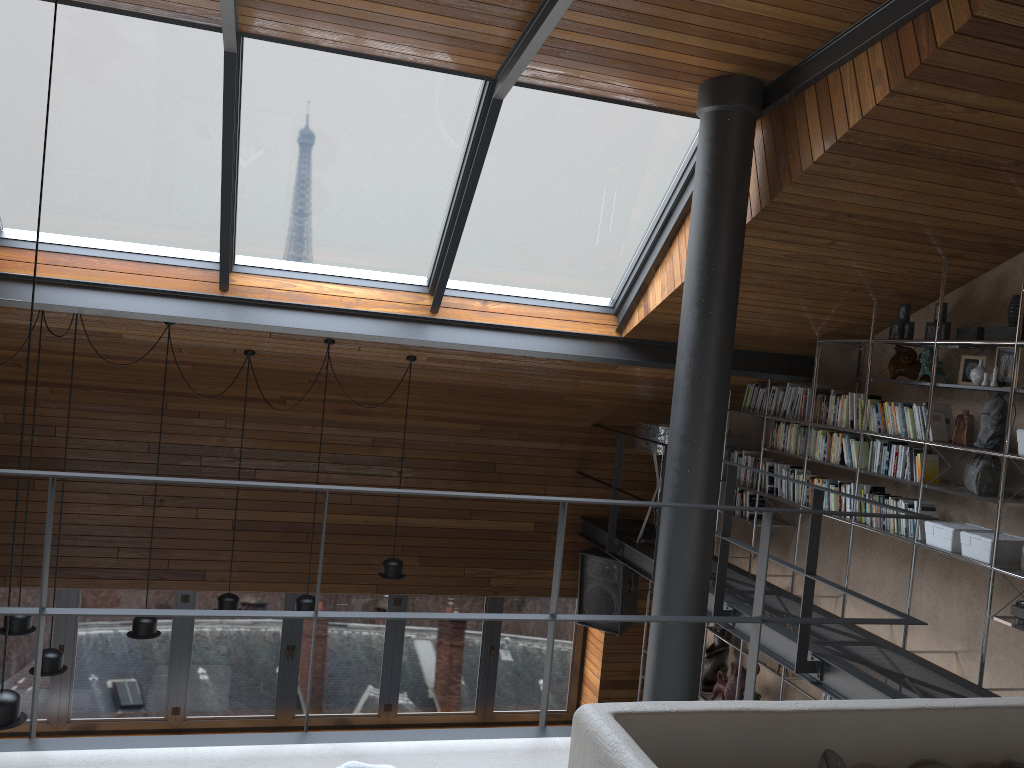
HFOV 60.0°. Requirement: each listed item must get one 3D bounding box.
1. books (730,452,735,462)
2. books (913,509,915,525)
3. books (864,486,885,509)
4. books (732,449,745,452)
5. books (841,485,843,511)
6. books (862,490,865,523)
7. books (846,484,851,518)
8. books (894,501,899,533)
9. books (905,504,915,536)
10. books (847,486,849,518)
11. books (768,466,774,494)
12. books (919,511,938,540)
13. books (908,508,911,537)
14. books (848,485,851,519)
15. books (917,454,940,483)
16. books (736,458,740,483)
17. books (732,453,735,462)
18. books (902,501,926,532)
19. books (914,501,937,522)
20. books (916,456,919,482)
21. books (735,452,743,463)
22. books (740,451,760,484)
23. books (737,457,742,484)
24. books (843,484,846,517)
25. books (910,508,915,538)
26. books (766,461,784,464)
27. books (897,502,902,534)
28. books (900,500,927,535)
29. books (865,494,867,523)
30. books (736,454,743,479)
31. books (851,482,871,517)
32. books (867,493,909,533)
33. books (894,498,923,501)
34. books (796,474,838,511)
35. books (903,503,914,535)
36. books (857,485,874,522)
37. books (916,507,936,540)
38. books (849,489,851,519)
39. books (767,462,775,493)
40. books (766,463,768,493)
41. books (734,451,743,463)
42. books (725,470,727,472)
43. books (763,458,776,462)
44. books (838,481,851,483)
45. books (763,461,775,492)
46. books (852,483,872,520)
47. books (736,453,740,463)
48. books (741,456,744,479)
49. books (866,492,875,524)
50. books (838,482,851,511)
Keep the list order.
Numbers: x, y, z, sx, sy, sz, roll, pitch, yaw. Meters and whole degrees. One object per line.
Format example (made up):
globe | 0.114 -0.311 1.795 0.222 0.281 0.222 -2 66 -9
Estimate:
books | 1.850 0.679 7.257 0.148 0.234 0.013 5 2 -16
books | 2.423 0.820 5.214 0.148 0.175 0.046 5 2 -16
books | 2.303 0.767 5.632 0.148 0.233 0.053 5 2 -16
books | 1.884 0.671 7.278 0.207 0.255 0.010 5 2 -16
books | 2.228 0.770 5.851 0.123 0.203 0.054 5 2 -16
books | 2.292 0.780 5.639 0.149 0.205 0.049 5 2 -16
books | 2.251 0.769 5.813 0.137 0.216 0.049 5 2 -16
books | 2.374 0.805 5.353 0.148 0.189 0.053 5 2 -16
books | 2.410 0.812 5.265 0.160 0.187 0.060 5 2 -16
books | 2.247 0.773 5.782 0.131 0.205 0.051 5 2 -16
books | 1.996 0.726 6.677 0.148 0.206 0.053 5 2 -16
books | 2.428 0.826 5.173 0.130 0.166 0.046 5 2 -16
books | 2.399 0.822 5.236 0.130 0.167 0.046 5 2 -16
books | 2.250 0.768 5.769 0.137 0.216 0.049 5 2 -16
books | 2.442 0.496 5.200 0.129 0.165 0.056 5 2 -16
books | 1.874 0.699 7.141 0.130 0.208 0.010 5 2 -16
books | 1.873 0.682 7.235 0.169 0.232 0.018 5 2 -16
books | 2.422 0.804 5.311 0.192 0.202 0.055 5 2 -16
books | 2.428 0.800 5.200 0.143 0.217 0.066 5 2 -16
books | 2.435 0.504 5.214 0.131 0.147 0.045 5 2 -16
books | 1.898 0.676 7.215 0.192 0.251 0.012 5 2 -16
books | 1.904 0.671 7.104 0.143 0.268 0.020 5 2 -16
books | 1.890 0.698 7.131 0.146 0.210 0.018 5 2 -16
books | 2.236 0.767 5.823 0.133 0.218 0.051 5 2 -16
books | 2.414 0.822 5.226 0.146 0.171 0.054 5 2 -16
books | 1.996 0.710 6.741 0.148 0.233 0.053 5 2 -16
books | 2.398 0.808 5.331 0.169 0.188 0.058 5 2 -16
books | 2.415 0.801 5.321 0.191 0.205 0.055 5 2 -16
books | 2.289 0.793 5.611 0.131 0.180 0.042 5 2 -16
books | 1.886 0.686 7.169 0.160 0.231 0.021 5 2 -16
books | 2.260 0.759 5.738 0.143 0.236 0.062 5 2 -16
books | 2.334 0.792 5.479 0.136 0.210 0.273 5 2 -15
books | 2.408 0.798 5.374 0.207 0.206 0.053 5 2 -16
books | 2.140 0.754 6.101 0.139 0.211 0.467 5 2 -16
books | 2.403 0.809 5.294 0.148 0.189 0.053 5 2 -16
books | 2.264 0.763 5.657 0.148 0.233 0.053 5 2 -16
books | 2.423 0.815 5.183 0.129 0.186 0.050 5 2 -16
books | 2.252 0.781 5.753 0.138 0.191 0.049 5 2 -16
books | 1.995 0.711 6.694 0.148 0.233 0.053 5 2 -16
books | 1.991 0.716 6.708 0.141 0.221 0.055 5 2 -16
books | 1.891 0.673 7.225 0.191 0.255 0.012 5 2 -16
books | 1.828 0.716 7.391 0.252 0.016 0.182 5 2 -11
books | 1.959 0.695 6.832 0.131 0.247 0.018 5 2 -16
books | 2.219 0.757 5.888 0.117 0.220 0.054 5 2 -16
books | 1.979 0.707 6.752 0.143 0.235 0.055 5 2 -16
books | 2.251 0.760 5.704 0.148 0.233 0.053 5 2 -16
books | 1.878 0.683 7.197 0.148 0.234 0.013 5 2 -16
books | 1.899 0.690 7.087 0.129 0.231 0.010 5 2 -16
books | 2.302 0.784 5.602 0.137 0.201 0.047 5 2 -16
books | 2.232 0.763 5.872 0.155 0.215 0.055 5 2 -16
